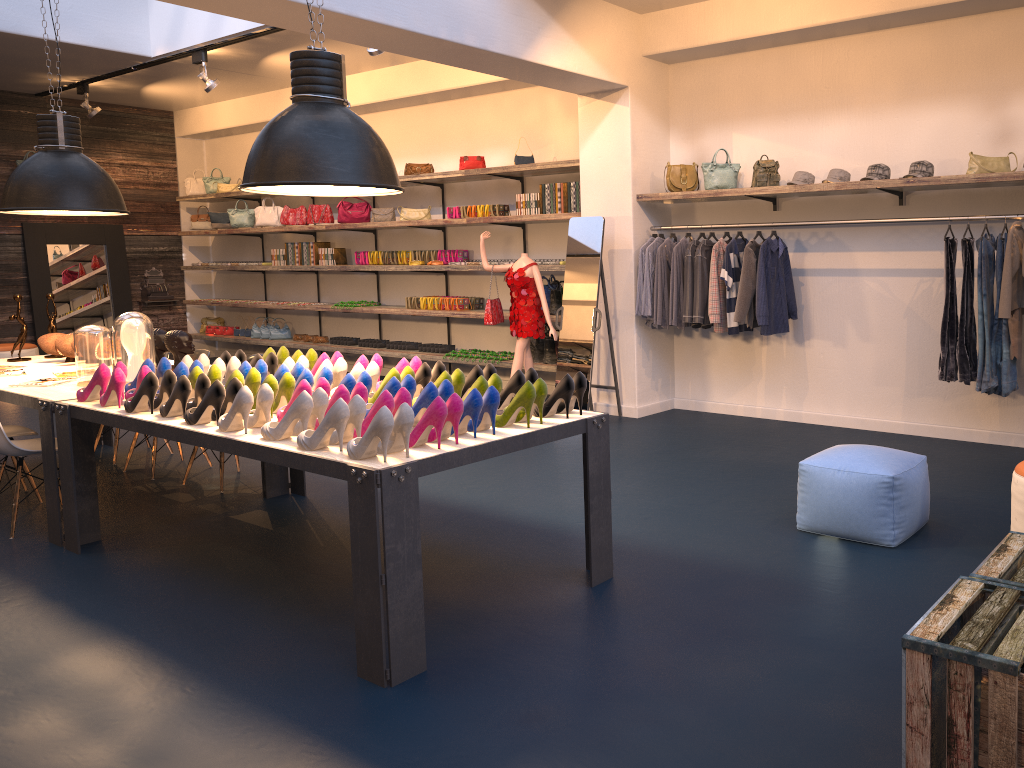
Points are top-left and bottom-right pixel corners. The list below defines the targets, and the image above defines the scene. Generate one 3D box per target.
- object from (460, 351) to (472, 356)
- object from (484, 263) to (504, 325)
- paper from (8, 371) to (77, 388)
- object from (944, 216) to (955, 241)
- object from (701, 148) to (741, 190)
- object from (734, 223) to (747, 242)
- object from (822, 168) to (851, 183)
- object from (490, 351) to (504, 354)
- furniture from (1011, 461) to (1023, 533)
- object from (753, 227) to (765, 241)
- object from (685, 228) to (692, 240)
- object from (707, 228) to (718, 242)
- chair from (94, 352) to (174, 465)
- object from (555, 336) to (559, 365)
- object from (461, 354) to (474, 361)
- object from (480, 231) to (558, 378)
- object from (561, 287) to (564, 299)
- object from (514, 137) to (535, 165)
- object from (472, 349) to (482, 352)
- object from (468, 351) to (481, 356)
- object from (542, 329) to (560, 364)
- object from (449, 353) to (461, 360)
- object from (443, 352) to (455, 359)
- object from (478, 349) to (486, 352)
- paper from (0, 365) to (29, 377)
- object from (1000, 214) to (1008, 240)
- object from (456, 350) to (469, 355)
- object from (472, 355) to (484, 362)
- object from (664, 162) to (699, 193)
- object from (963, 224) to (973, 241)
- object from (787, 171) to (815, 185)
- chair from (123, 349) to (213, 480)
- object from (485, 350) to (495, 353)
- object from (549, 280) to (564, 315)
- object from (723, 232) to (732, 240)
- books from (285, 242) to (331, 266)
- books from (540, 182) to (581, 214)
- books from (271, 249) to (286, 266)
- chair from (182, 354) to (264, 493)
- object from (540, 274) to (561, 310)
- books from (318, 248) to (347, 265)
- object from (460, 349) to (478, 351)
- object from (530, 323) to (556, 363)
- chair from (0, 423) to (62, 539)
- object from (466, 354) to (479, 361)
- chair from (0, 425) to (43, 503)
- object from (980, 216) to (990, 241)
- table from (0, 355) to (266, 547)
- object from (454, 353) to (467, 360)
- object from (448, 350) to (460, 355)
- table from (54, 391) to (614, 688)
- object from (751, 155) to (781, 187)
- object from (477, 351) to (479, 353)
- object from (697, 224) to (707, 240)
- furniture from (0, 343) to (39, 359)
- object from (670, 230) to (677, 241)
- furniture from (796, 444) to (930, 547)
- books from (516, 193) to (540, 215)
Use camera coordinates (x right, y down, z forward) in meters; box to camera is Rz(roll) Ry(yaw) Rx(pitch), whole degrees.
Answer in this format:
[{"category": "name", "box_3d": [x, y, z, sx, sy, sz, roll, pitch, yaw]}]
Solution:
[{"category": "object", "box_3d": [-0.459, -0.322, 9.161, 0.257, 0.063, 0.078, -8, 10, -42]}, {"category": "object", "box_3d": [-0.166, -0.821, 7.910, 0.086, 0.550, 0.334, 0, 6, 19]}, {"category": "paper", "box_3d": [-2.644, -0.038, 5.140, 0.343, 0.014, 0.706, -2, 8, -6]}, {"category": "object", "box_3d": [3.116, -1.106, 6.182, 0.013, 0.176, 0.253, 3, 8, 41]}, {"category": "object", "box_3d": [1.782, -1.822, 7.399, 0.385, 0.365, 0.169, -3, 6, -15]}, {"category": "object", "box_3d": [1.884, -1.220, 7.180, 0.009, 0.218, 0.468, 3, 8, 41]}, {"category": "object", "box_3d": [2.512, -1.610, 6.733, 0.250, 0.125, 0.178, -3, 7, -14]}, {"category": "object", "box_3d": [-0.168, -0.325, 9.163, 0.249, 0.053, 0.081, -4, 8, -20]}, {"category": "furniture", "box_3d": [2.566, 0.594, 3.924, 0.533, 0.477, 0.631, 5, 9, 43]}, {"category": "object", "box_3d": [2.010, -1.203, 7.067, 0.009, 0.218, 0.468, 3, 8, 41]}, {"category": "object", "box_3d": [1.515, -1.256, 7.455, 0.009, 0.218, 0.468, 3, 8, 41]}, {"category": "object", "box_3d": [1.687, -1.237, 7.318, 0.009, 0.218, 0.468, 3, 8, 41]}, {"category": "chair", "box_3d": [-2.786, 0.127, 6.395, 0.429, 0.797, 0.591, 4, 8, 42]}, {"category": "object", "box_3d": [0.541, -0.365, 8.446, 0.149, 0.354, 0.373, 3, 8, 41]}, {"category": "object", "box_3d": [-0.462, -0.284, 9.093, 0.077, 0.057, 0.254, 4, 10, 37]}, {"category": "object", "box_3d": [0.104, -0.558, 7.870, 0.716, 1.656, 0.361, 0, 5, 16]}, {"category": "object", "box_3d": [0.592, -0.837, 8.338, 0.149, 0.354, 0.373, 3, 8, 41]}, {"category": "object", "box_3d": [0.118, -2.269, 8.481, 0.212, 0.278, 0.056, -3, 5, -20]}, {"category": "object", "box_3d": [-0.382, -0.351, 9.369, 0.078, 0.074, 0.252, 3, 9, 28]}, {"category": "object", "box_3d": [-0.371, -0.318, 9.127, 0.257, 0.067, 0.078, -8, 10, -42]}, {"category": "object", "box_3d": [0.423, -0.375, 8.585, 0.409, 0.337, 0.199, -7, 8, -42]}, {"category": "object", "box_3d": [-0.593, -0.298, 9.197, 0.077, 0.057, 0.254, 4, 10, 37]}, {"category": "object", "box_3d": [-0.666, -0.304, 9.245, 0.077, 0.057, 0.254, 4, 10, 37]}, {"category": "object", "box_3d": [-0.339, -0.342, 9.298, 0.081, 0.072, 0.247, 1, 8, 20]}, {"category": "paper", "box_3d": [-3.244, -0.085, 5.500, 0.363, 0.014, 0.665, -8, 11, -40]}, {"category": "object", "box_3d": [3.390, -1.077, 5.963, 0.013, 0.176, 0.253, 3, 8, 41]}, {"category": "object", "box_3d": [-0.502, -0.331, 9.232, 0.257, 0.067, 0.077, -8, 10, -42]}, {"category": "object", "box_3d": [-0.346, -0.270, 8.990, 0.077, 0.057, 0.254, 4, 10, 37]}, {"category": "object", "box_3d": [1.493, -1.794, 7.563, 0.339, 0.282, 0.192, -4, 6, -22]}, {"category": "object", "box_3d": [3.210, -1.096, 6.107, 0.013, 0.176, 0.253, 3, 8, 41]}, {"category": "object", "box_3d": [2.296, -1.633, 6.905, 0.250, 0.125, 0.178, -3, 7, -14]}, {"category": "chair", "box_3d": [-2.351, 0.186, 5.962, 0.429, 0.797, 0.591, 3, 7, 39]}, {"category": "object", "box_3d": [-0.250, -0.339, 9.265, 0.080, 0.067, 0.249, 2, 8, 21]}, {"category": "object", "box_3d": [0.474, -0.847, 8.476, 0.409, 0.337, 0.199, -7, 8, -42]}, {"category": "object", "box_3d": [1.795, -1.230, 7.250, 0.009, 0.218, 0.468, 3, 8, 41]}, {"category": "books", "box_3d": [-2.568, -1.638, 10.929, 0.591, 0.286, 0.259, 5, 9, 37]}, {"category": "books", "box_3d": [0.576, -1.765, 8.267, 0.591, 0.286, 0.259, 5, 9, 37]}, {"category": "books", "box_3d": [-2.931, -1.631, 11.180, 0.293, 0.209, 0.196, 5, 9, 40]}, {"category": "chair", "box_3d": [-1.817, 0.230, 5.625, 0.432, 0.797, 0.588, 3, 7, 34]}, {"category": "object", "box_3d": [0.359, -0.888, 8.586, 0.408, 0.388, 0.164, -6, 7, -36]}, {"category": "books", "box_3d": [-2.203, -1.561, 10.658, 0.304, 0.212, 0.197, 5, 9, 39]}, {"category": "object", "box_3d": [-0.488, -0.359, 9.417, 0.249, 0.053, 0.081, -4, 8, -20]}, {"category": "object", "box_3d": [0.307, -0.416, 8.694, 0.408, 0.388, 0.164, -6, 7, -36]}, {"category": "chair", "box_3d": [-2.639, 0.371, 4.716, 0.429, 0.797, 0.591, 3, 7, 39]}, {"category": "object", "box_3d": [-0.406, -0.275, 9.030, 0.077, 0.057, 0.254, 4, 10, 37]}, {"category": "chair", "box_3d": [-3.119, 0.320, 5.100, 0.592, 0.797, 0.428, -7, 8, -42]}, {"category": "object", "box_3d": [3.296, -1.087, 6.038, 0.013, 0.176, 0.253, 3, 8, 41]}, {"category": "table", "box_3d": [-2.740, 0.280, 5.551, 2.340, 0.736, 1.343, 6, 10, 39]}, {"category": "object", "box_3d": [-0.537, -0.289, 9.134, 0.077, 0.057, 0.254, 4, 10, 37]}, {"category": "object", "box_3d": [-0.591, -0.335, 9.264, 0.077, 0.063, 0.258, 6, 10, 45]}, {"category": "table", "box_3d": [-0.900, 0.475, 4.086, 2.340, 0.736, 1.343, 6, 10, 39]}, {"category": "object", "box_3d": [2.049, -1.745, 7.160, 0.265, 0.282, 0.344, -5, 8, -32]}, {"category": "object", "box_3d": [-0.416, -0.310, 9.272, 0.077, 0.057, 0.254, 4, 10, 37]}, {"category": "object", "box_3d": [1.616, -1.245, 7.374, 0.009, 0.218, 0.468, 3, 8, 41]}, {"category": "furniture", "box_3d": [-5.834, -0.223, 10.086, 0.533, 0.477, 0.631, 5, 9, 43]}, {"category": "object", "box_3d": [1.398, -1.268, 7.548, 0.009, 0.218, 0.468, 3, 8, 41]}, {"category": "furniture", "box_3d": [1.838, 0.540, 4.540, 0.597, 0.420, 0.704, 5, 9, 39]}, {"category": "books", "box_3d": [0.212, -1.758, 8.517, 0.293, 0.209, 0.196, 5, 9, 40]}]
